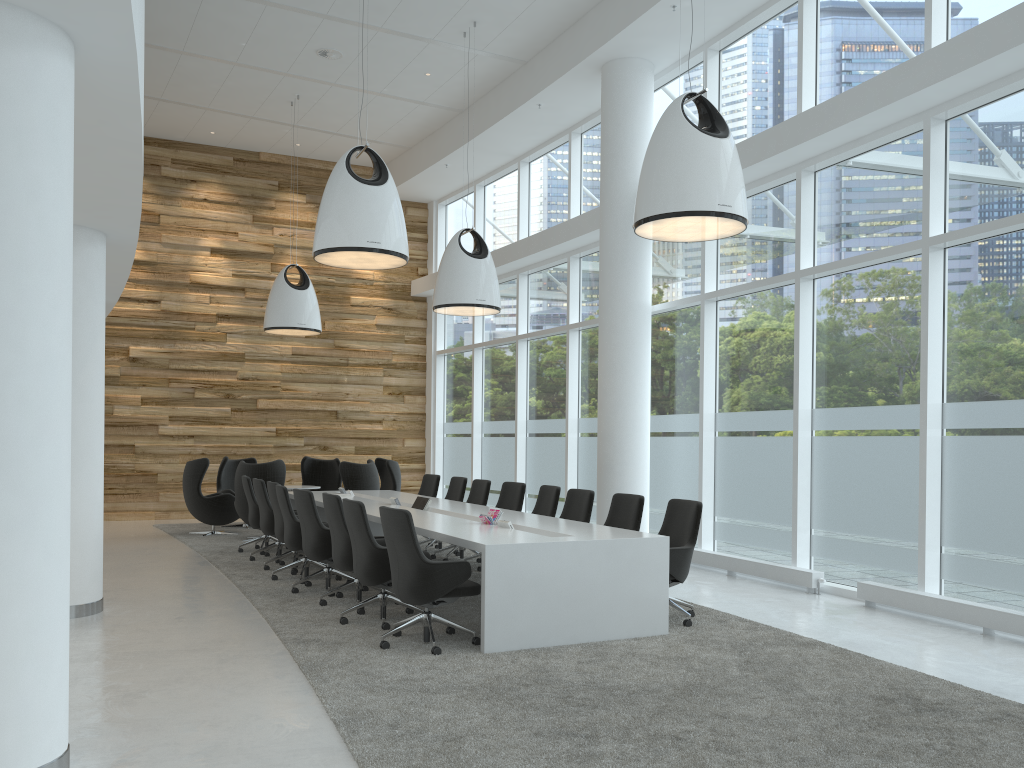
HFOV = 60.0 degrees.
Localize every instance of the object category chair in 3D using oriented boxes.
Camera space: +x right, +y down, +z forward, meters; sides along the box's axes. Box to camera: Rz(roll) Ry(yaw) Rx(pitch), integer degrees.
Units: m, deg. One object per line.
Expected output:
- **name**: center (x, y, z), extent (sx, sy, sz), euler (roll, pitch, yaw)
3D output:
- **chair**: center (-0.906, 1.680, 11.396), extent (0.674, 0.966, 0.686), euler (1, -1, -26)
- **chair**: center (-0.587, 1.633, 10.646), extent (0.674, 0.966, 0.686), euler (1, -1, -26)
- **chair**: center (-1.016, 1.385, 6.964), extent (0.674, 0.966, 0.686), euler (1, -1, -26)
- **chair**: center (-2.749, 1.599, 10.476), extent (0.674, 0.966, 0.686), euler (1, -1, -26)
- **chair**: center (-1.335, 1.431, 7.714), extent (0.674, 0.966, 0.686), euler (1, -1, -26)
- **chair**: center (-2.400, 1.683, 13.086), extent (0.917, 1.152, 0.915), euler (0, -1, 24)
- **chair**: center (-1.322, 1.726, 12.167), extent (0.674, 0.966, 0.685), euler (1, -1, -31)
- **chair**: center (-1.735, 1.468, 8.338), extent (0.674, 0.966, 0.685), euler (1, -1, -31)
- **chair**: center (-4.336, 1.749, 14.394), extent (0.917, 1.152, 0.915), euler (0, -1, 24)
- **chair**: center (0.457, 1.510, 8.615), extent (0.674, 0.966, 0.686), euler (1, -1, -26)
- **chair**: center (-2.099, 1.511, 9.034), extent (0.674, 0.966, 0.686), euler (1, -1, -21)
- **chair**: center (-3.474, 1.639, 12.588), extent (0.914, 1.152, 0.918), euler (1, -1, -6)
- **chair**: center (-2.260, 1.766, 14.317), extent (0.918, 1.152, 0.914), euler (2, -2, -36)
- **chair**: center (-3.106, 1.643, 11.207), extent (0.674, 0.966, 0.686), euler (1, -1, -21)
- **chair**: center (-3.291, 1.795, 14.911), extent (0.914, 1.152, 0.918), euler (1, -1, -6)
- **chair**: center (-2.379, 1.555, 9.745), extent (0.674, 0.966, 0.686), euler (1, -1, -26)
- **chair**: center (-4.421, 1.671, 13.225), extent (0.918, 1.152, 0.914), euler (2, -2, -36)
- **chair**: center (-0.187, 1.596, 10.022), extent (0.674, 0.966, 0.685), euler (1, -1, -31)
- **chair**: center (0.827, 1.466, 7.884), extent (0.674, 0.966, 0.686), euler (1, -1, -26)
- **chair**: center (-0.600, 1.339, 6.193), extent (0.674, 0.966, 0.685), euler (1, -1, -31)
- **chair**: center (0.177, 1.554, 9.326), extent (0.674, 0.966, 0.686), euler (1, -1, -21)
- **chair**: center (1.183, 1.421, 7.153), extent (0.674, 0.966, 0.686), euler (1, -1, -21)

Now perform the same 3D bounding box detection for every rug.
- **rug**: center (-1.242, 2.034, 9.427), extent (3.941, 0.010, 13.459), euler (2, -4, -26)

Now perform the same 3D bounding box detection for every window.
- **window**: center (-18.195, -1.469, 5.715), extent (62.884, 6.138, 30.874), euler (0, -4, 14)

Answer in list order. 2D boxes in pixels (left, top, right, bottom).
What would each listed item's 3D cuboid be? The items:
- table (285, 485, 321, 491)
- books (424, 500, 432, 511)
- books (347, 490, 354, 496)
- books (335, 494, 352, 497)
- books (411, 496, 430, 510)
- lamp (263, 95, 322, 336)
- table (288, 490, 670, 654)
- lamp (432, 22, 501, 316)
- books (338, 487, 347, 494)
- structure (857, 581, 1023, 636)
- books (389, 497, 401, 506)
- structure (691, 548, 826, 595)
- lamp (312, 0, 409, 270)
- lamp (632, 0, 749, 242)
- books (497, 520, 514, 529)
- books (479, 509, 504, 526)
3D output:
- **table**: center (-3.376, 1.939, 13.730), extent (0.799, 0.696, 0.800), euler (1, -2, -1)
- **books**: center (-0.988, 1.332, 9.402), extent (0.158, 0.241, 0.352), euler (1, -2, -26)
- **books**: center (-2.010, 1.455, 11.236), extent (0.139, 0.223, 0.162), euler (1, -1, -26)
- **books**: center (-2.097, 1.368, 10.890), extent (0.224, 0.026, 0.264), euler (2, -4, -16)
- **books**: center (-0.994, 1.313, 9.378), extent (0.139, 0.229, 0.357), euler (1, -3, -26)
- **lamp**: center (-3.369, -2.616, 13.698), extent (0.884, 3.646, 0.884), euler (1, 0, 12)
- **table**: center (-0.951, 1.651, 9.190), extent (1.501, 0.739, 6.562), euler (2, -4, -26)
- **lamp**: center (-0.556, -2.745, 11.285), extent (0.884, 3.646, 0.884), euler (1, 0, 17)
- **books**: center (-2.165, 1.466, 11.537), extent (0.153, 0.241, 0.182), euler (1, -1, -26)
- **structure**: center (3.657, 1.805, 6.730), extent (0.150, 0.213, 2.692), euler (1, -4, -22)
- **books**: center (-1.237, 1.350, 9.655), extent (0.153, 0.238, 0.191), euler (1, -1, -26)
- **structure**: center (2.423, 1.985, 9.657), extent (0.150, 0.213, 2.691), euler (1, -4, -24)
- **lamp**: center (-1.375, -2.959, 8.188), extent (0.884, 3.646, 0.884), euler (1, 0, 19)
- **lamp**: center (1.398, -3.016, 6.868), extent (0.884, 3.646, 0.884), euler (1, 0, 20)
- **books**: center (-0.016, 1.211, 7.162), extent (0.143, 0.226, 0.203), euler (1, -2, -27)
- **books**: center (-0.178, 1.230, 7.634), extent (0.230, 0.275, 0.598), euler (1, -3, -6)
